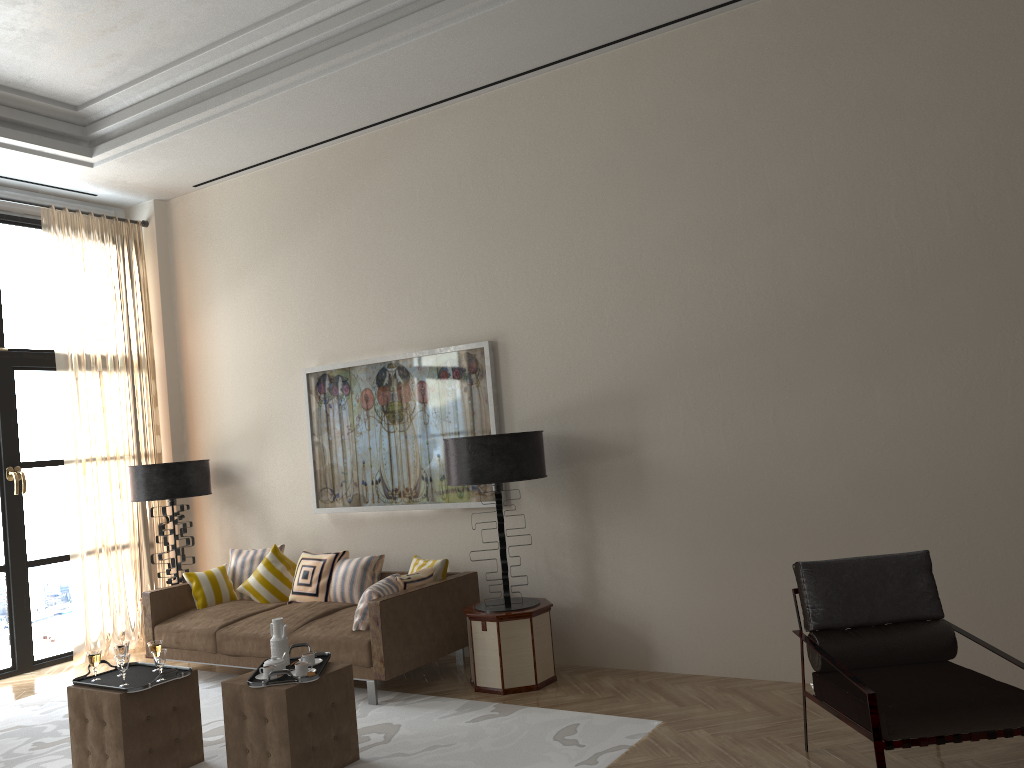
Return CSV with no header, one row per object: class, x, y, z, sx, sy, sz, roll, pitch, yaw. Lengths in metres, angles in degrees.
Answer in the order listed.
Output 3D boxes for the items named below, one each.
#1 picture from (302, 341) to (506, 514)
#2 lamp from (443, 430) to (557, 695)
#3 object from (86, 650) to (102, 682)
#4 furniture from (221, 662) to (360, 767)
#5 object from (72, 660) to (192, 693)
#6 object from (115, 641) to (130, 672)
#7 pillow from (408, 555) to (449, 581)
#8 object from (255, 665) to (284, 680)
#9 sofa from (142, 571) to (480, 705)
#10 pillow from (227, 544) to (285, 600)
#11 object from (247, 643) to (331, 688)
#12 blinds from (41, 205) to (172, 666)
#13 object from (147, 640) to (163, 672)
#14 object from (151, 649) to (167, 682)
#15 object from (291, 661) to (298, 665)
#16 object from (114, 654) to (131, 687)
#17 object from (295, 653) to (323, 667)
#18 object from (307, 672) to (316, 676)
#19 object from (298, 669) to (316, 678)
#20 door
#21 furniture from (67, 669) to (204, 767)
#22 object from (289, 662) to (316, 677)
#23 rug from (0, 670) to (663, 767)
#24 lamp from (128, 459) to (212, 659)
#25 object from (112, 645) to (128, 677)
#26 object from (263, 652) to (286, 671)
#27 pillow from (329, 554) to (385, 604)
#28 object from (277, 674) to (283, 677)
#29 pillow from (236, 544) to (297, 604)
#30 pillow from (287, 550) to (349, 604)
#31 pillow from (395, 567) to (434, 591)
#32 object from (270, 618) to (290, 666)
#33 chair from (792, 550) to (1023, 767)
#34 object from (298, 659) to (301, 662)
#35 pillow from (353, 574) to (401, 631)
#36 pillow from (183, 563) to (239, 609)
picture,-1.094,0.467,8.477,2.269,1.479,0.080,-7,-2,31
lamp,-0.069,1.421,7.265,0.831,2.017,0.829,-6,-2,33
object,-2.760,1.866,5.869,0.098,0.191,0.098,-5,-2,15
furniture,-1.401,2.144,5.631,0.614,0.615,0.613,-6,-3,32
object,-2.508,1.903,5.854,0.803,0.092,0.491,-7,-4,32
object,-2.667,1.871,6.084,0.098,0.191,0.098,-5,-2,-10
pillow,-0.783,1.786,7.886,0.296,0.475,0.516,-3,-3,-36
object,-1.494,1.778,5.473,0.176,0.067,0.176,-5,-3,8
sofa,-1.887,2.238,8.173,2.983,0.819,1.351,-7,-3,32
pillow,-2.645,1.961,9.079,0.624,0.576,0.355,-5,-2,11
object,-1.414,1.788,5.664,0.441,0.101,0.721,-5,-3,-4
blinds,-4.459,0.557,9.798,0.419,4.870,1.241,-6,-2,34
object,-2.412,1.845,6.005,0.098,0.191,0.098,-4,-2,-32
object,-2.266,1.815,5.713,0.098,0.191,0.098,-6,-2,32
object,-1.424,1.825,5.794,0.049,0.025,0.053,-5,-3,-1
object,-2.482,1.831,5.663,0.098,0.191,0.098,-4,-2,-32
object,-1.326,1.795,5.782,0.176,0.067,0.176,-7,-4,31
object,-1.235,1.788,5.458,0.049,0.025,0.053,-7,-4,34
object,-1.267,1.793,5.473,0.041,0.015,0.187,-6,-3,19
door,-5.156,0.590,9.120,0.240,4.763,3.085,-6,-2,32
furniture,-2.478,2.249,5.851,0.614,0.615,0.613,-6,-3,32
object,-1.310,1.778,5.526,0.176,0.067,0.176,-7,-4,34
rug,-2.873,2.518,5.163,5.739,0.065,5.516,-7,-4,32
lamp,-3.615,1.854,9.543,0.831,2.017,0.829,-6,-2,37
object,-2.625,1.859,5.947,0.098,0.191,0.098,-6,-2,32
object,-1.517,1.785,5.658,0.136,0.105,0.176,-6,-3,29
pillow,-1.505,1.909,8.359,0.660,0.565,0.371,-6,-3,28
object,-1.427,1.791,5.474,0.052,0.027,0.080,-4,-3,-10
pillow,-2.355,1.904,8.800,0.766,0.616,0.356,-4,-2,-14
pillow,-1.862,1.885,8.515,0.618,0.547,0.403,-7,-3,36
pillow,-0.885,1.808,7.556,0.304,0.411,0.464,-6,-3,31
object,-1.528,1.696,5.822,0.113,0.305,0.126,-4,-2,-21
chair,2.099,1.533,4.699,0.877,1.134,1.136,-5,-2,-3
object,-1.388,1.824,5.800,0.041,0.015,0.187,-4,-3,-16
pillow,-1.112,1.807,7.267,0.327,0.427,0.498,-6,-3,20
pillow,-2.978,2.037,8.824,0.318,0.432,0.482,-7,-3,42
